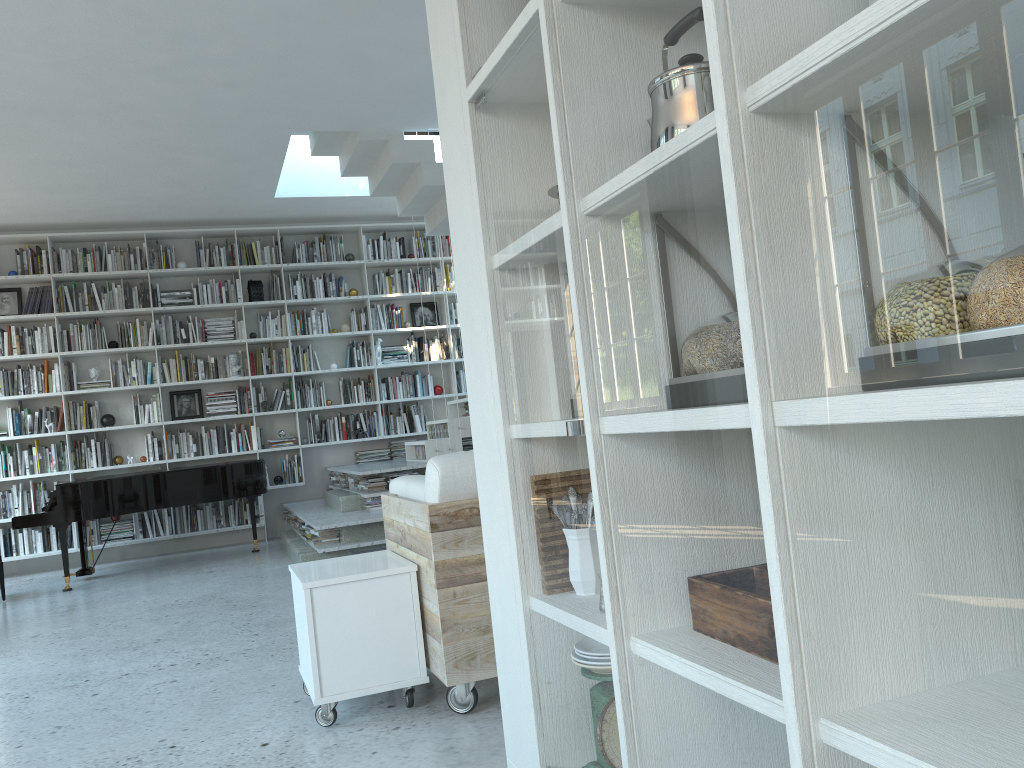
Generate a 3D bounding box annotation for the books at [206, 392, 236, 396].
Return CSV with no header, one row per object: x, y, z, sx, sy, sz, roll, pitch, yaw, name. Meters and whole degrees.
-2.912,0.107,8.863,0.285,0.012,0.159,-5,-2,-24,books

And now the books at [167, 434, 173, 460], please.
-3.350,0.618,8.688,0.029,0.244,0.154,-6,-2,-19,books

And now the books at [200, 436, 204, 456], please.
-3.065,0.614,8.767,0.023,0.196,0.165,-6,-2,-19,books

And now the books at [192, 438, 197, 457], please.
-3.127,0.626,8.740,0.029,0.183,0.174,-6,-2,-19,books

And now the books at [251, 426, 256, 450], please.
-2.603,0.545,8.926,0.033,0.246,0.176,-6,-2,-19,books

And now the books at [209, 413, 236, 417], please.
-2.892,0.311,8.864,0.254,0.012,0.161,-6,-2,-17,books

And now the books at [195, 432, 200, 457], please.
-3.105,0.597,8.757,0.029,0.238,0.166,-6,-2,-19,books

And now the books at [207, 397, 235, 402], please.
-2.907,0.155,8.864,0.254,0.012,0.161,-5,-2,-23,books

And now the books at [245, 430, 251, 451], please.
-2.659,0.567,8.910,0.042,0.212,0.169,-6,-2,-19,books

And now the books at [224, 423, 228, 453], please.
-2.854,0.544,8.852,0.012,0.296,0.178,-6,-2,-19,books

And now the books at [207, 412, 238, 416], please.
-2.891,0.298,8.858,0.285,0.012,0.159,-5,-2,-24,books

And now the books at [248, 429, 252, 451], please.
-2.634,0.563,8.920,0.011,0.216,0.166,-6,-2,-19,books

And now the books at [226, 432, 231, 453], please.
-2.831,0.586,8.855,0.024,0.207,0.183,-6,-2,-19,books

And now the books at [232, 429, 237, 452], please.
-2.774,0.567,8.874,0.023,0.234,0.175,-6,-2,-19,books

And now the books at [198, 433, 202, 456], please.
-3.088,0.600,8.773,0.013,0.230,0.139,-6,-2,-19,books

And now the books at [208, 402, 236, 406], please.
-2.901,0.204,8.861,0.254,0.012,0.161,-5,-2,-24,books

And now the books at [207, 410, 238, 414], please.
-2.896,0.287,8.867,0.285,0.012,0.159,-5,-2,-20,books

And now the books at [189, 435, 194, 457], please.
-3.154,0.612,8.736,0.023,0.217,0.174,-6,-2,-19,books

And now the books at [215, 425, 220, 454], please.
-2.937,0.558,8.843,0.014,0.286,0.134,-6,-2,-19,books

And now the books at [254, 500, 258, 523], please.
-2.580,1.283,8.891,0.029,0.217,0.191,-6,-2,-19,books

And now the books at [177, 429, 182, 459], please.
-3.272,0.588,8.729,0.027,0.290,0.140,-6,-2,-19,books

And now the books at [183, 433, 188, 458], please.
-3.214,0.604,8.724,0.027,0.245,0.179,-6,-2,-19,books

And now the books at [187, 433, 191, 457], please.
-3.184,0.602,8.750,0.021,0.244,0.141,-6,-2,-19,books

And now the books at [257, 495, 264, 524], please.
-2.511,1.248,8.858,0.038,0.269,0.277,-6,-2,-19,books

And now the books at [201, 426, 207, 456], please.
-3.051,0.565,8.789,0.026,0.291,0.152,-6,-2,-19,books

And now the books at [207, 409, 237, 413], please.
-2.894,0.274,8.858,0.285,0.012,0.159,-6,-2,-14,books

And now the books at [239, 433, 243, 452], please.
-2.722,0.588,8.886,0.023,0.183,0.169,-6,-2,-19,books

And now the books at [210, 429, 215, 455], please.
-2.979,0.578,8.831,0.025,0.254,0.136,-6,-2,-19,books

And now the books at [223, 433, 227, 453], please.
-2.867,0.593,8.855,0.021,0.202,0.128,-6,-2,-19,books

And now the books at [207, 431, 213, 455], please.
-3.000,0.588,8.807,0.031,0.237,0.159,-6,-2,-19,books

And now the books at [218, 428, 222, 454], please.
-2.909,0.567,8.835,0.010,0.261,0.181,-6,-2,-19,books

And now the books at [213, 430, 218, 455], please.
-2.946,0.578,8.814,0.026,0.245,0.191,-6,-2,-19,books

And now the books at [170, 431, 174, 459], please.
-3.331,0.600,8.689,0.011,0.275,0.146,-6,-2,-19,books

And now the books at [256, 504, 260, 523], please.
-2.558,1.299,8.911,0.023,0.182,0.149,-6,-2,-19,books

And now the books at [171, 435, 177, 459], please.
-3.307,0.618,8.684,0.027,0.234,0.167,-6,-2,-19,books

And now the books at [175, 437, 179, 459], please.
-3.285,0.629,8.704,0.024,0.208,0.170,-6,-2,-19,books

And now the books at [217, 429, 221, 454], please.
-2.922,0.573,8.841,0.011,0.251,0.158,-6,-2,-19,books

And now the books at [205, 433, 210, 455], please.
-3.026,0.599,8.805,0.025,0.220,0.140,-6,-2,-19,books

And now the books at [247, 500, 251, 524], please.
-2.624,1.283,8.892,0.028,0.227,0.162,-6,-2,-19,books

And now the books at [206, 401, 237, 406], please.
-2.902,0.192,8.861,0.285,0.012,0.159,-6,-2,-14,books

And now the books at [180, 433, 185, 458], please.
-3.243,0.606,8.732,0.024,0.247,0.132,-6,-2,-19,books

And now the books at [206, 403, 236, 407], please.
-2.900,0.215,8.860,0.285,0.012,0.159,-6,-2,-14,books

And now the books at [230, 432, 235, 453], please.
-2.795,0.584,8.866,0.023,0.204,0.167,-6,-2,-19,books

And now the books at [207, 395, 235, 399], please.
-2.910,0.131,8.865,0.254,0.012,0.161,-5,-2,-23,books

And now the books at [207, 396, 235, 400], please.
-2.909,0.143,8.867,0.254,0.012,0.161,-5,-2,-22,books

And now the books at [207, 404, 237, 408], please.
-2.901,0.228,8.866,0.285,0.012,0.159,-6,-2,-17,books

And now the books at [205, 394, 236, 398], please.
-2.913,0.119,8.869,0.285,0.012,0.159,-6,-2,-17,books

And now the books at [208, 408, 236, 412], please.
-2.895,0.262,8.859,0.254,0.012,0.161,-5,-2,-24,books

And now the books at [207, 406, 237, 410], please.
-2.901,0.240,8.868,0.285,0.012,0.159,-5,-2,-18,books

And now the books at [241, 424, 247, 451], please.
-2.698,0.542,8.910,0.026,0.272,0.175,-6,-2,-19,books

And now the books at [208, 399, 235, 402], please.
-2.907,0.168,8.866,0.254,0.012,0.161,-5,-2,-22,books

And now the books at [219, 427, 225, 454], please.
-2.889,0.563,8.834,0.028,0.264,0.161,-6,-2,-19,books

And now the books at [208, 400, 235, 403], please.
-2.905,0.180,8.866,0.254,0.012,0.161,-6,-2,-16,books

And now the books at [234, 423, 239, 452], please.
-2.764,0.537,8.892,0.014,0.293,0.137,-6,-2,-19,books

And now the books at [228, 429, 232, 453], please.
-2.818,0.572,8.872,0.014,0.235,0.154,-6,-2,-19,books

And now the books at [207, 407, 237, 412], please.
-2.900,0.252,8.870,0.285,0.012,0.159,-5,-2,-19,books

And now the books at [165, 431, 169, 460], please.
-3.372,0.600,8.685,0.012,0.285,0.159,-6,-2,-19,books

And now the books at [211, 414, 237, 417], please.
-2.889,0.323,8.860,0.254,0.012,0.161,-5,-2,-23,books

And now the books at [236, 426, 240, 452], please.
-2.751,0.555,8.904,0.014,0.256,0.145,-6,-2,-19,books

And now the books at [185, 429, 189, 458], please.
-3.196,0.583,8.728,0.013,0.282,0.166,-6,-2,-19,books
